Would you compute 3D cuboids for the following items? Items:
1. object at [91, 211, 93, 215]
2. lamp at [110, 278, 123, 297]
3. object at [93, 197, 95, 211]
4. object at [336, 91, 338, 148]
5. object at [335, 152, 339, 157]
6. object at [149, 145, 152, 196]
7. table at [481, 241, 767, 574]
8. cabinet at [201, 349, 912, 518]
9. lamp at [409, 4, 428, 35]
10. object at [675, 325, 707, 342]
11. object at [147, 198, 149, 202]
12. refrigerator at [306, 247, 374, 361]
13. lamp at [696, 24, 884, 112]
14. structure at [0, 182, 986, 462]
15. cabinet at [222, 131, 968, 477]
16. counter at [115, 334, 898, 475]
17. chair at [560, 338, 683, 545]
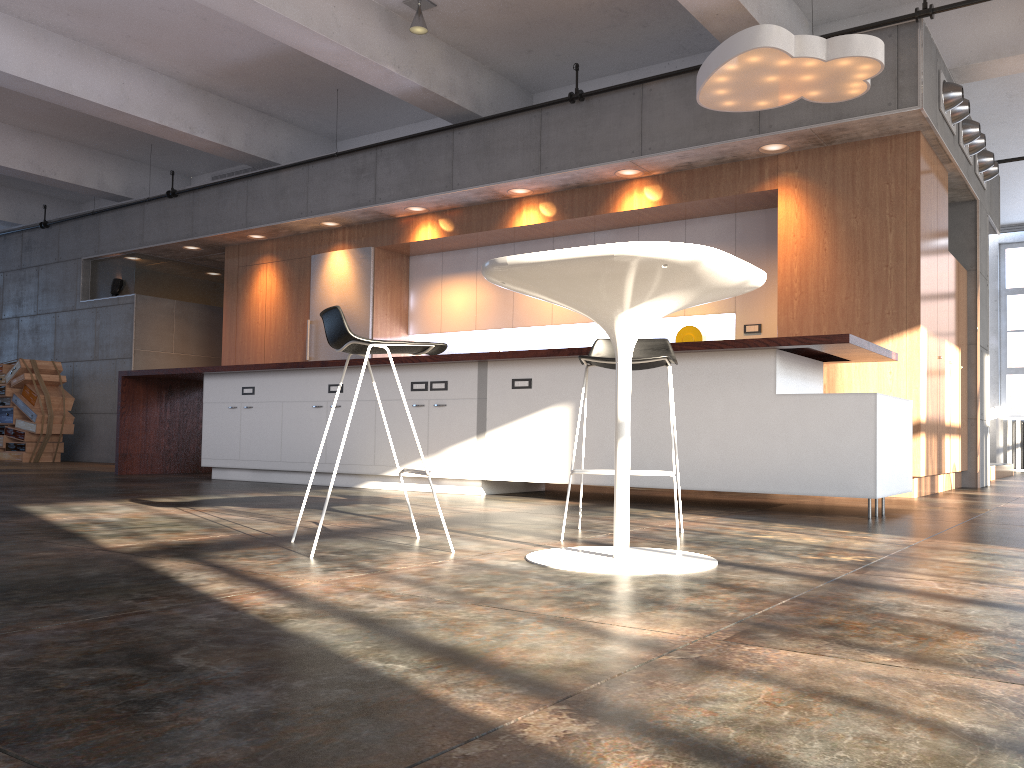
[{"bbox_3d":[0.598,-0.173,8.703,0.063,0.053,0.051,2,-3,-13],"label":"object"},{"bbox_3d":[-5.140,-1.246,11.540,0.169,0.258,0.214,0,-3,16],"label":"lamp"},{"bbox_3d":[0.603,-0.218,8.732,0.064,0.053,0.051,1,-3,-8],"label":"object"},{"bbox_3d":[0.563,-0.195,8.633,0.051,0.053,0.063,2,-3,-17],"label":"object"},{"bbox_3d":[0.620,-0.191,8.639,0.061,0.053,0.053,-2,-4,41],"label":"object"},{"bbox_3d":[0.536,-0.233,8.728,0.060,0.059,0.050,2,-3,-21],"label":"object"},{"bbox_3d":[0.365,0.107,2.917,0.813,0.951,0.845,-1,-3,35],"label":"table"},{"bbox_3d":[-0.142,0.344,6.519,5.538,0.929,0.941,-1,-4,34],"label":"cabinet"},{"bbox_3d":[-0.767,-3.020,7.302,0.158,0.216,0.154,2,-3,-18],"label":"lamp"},{"bbox_3d":[1.594,-0.328,7.882,0.269,0.381,0.101,-1,-3,34],"label":"object"},{"bbox_3d":[0.615,-0.237,8.620,0.052,0.051,0.064,-1,-3,27],"label":"object"},{"bbox_3d":[-1.881,-0.376,9.839,0.938,2.189,0.224,-1,-3,31],"label":"refrigerator"},{"bbox_3d":[1.749,-1.956,5.622,1.087,0.130,1.001,1,-4,-9],"label":"lamp"},{"bbox_3d":[-6.507,0.356,11.622,1.876,1.314,0.651,-1,-3,34],"label":"structure"},{"bbox_3d":[0.396,-0.447,9.709,7.948,2.560,2.428,-1,-4,34],"label":"cabinet"},{"bbox_3d":[-0.632,0.329,6.865,6.526,0.970,1.165,-1,-4,34],"label":"counter"},{"bbox_3d":[0.466,0.241,3.611,0.460,0.894,0.509,0,-3,12],"label":"chair"}]
